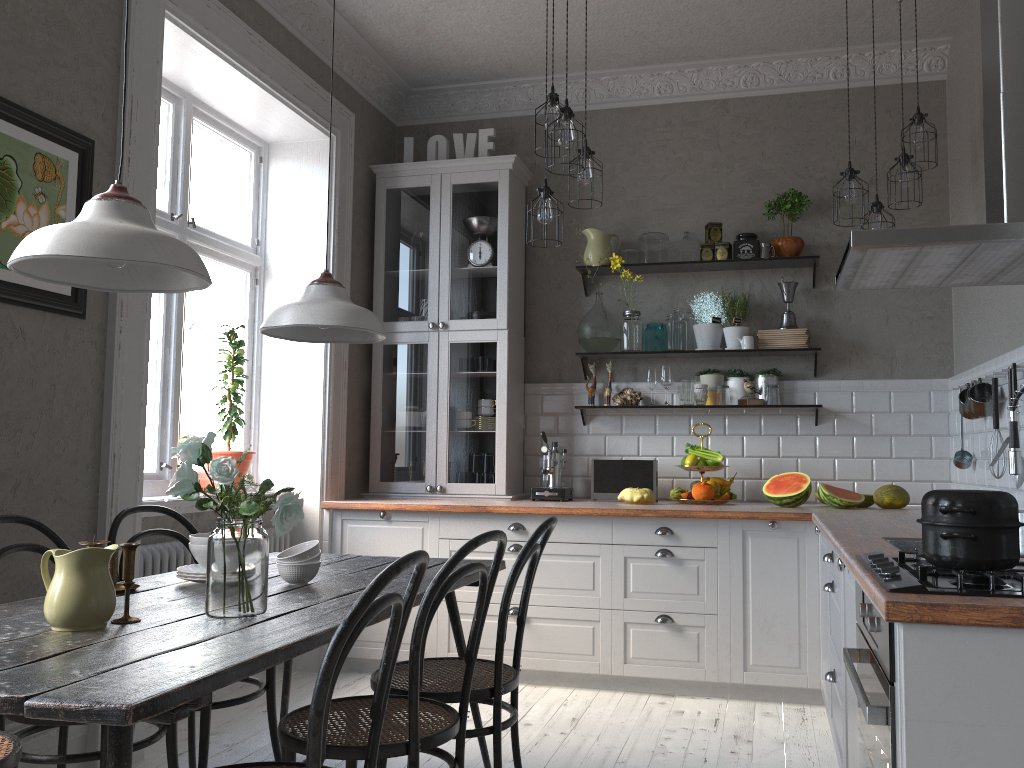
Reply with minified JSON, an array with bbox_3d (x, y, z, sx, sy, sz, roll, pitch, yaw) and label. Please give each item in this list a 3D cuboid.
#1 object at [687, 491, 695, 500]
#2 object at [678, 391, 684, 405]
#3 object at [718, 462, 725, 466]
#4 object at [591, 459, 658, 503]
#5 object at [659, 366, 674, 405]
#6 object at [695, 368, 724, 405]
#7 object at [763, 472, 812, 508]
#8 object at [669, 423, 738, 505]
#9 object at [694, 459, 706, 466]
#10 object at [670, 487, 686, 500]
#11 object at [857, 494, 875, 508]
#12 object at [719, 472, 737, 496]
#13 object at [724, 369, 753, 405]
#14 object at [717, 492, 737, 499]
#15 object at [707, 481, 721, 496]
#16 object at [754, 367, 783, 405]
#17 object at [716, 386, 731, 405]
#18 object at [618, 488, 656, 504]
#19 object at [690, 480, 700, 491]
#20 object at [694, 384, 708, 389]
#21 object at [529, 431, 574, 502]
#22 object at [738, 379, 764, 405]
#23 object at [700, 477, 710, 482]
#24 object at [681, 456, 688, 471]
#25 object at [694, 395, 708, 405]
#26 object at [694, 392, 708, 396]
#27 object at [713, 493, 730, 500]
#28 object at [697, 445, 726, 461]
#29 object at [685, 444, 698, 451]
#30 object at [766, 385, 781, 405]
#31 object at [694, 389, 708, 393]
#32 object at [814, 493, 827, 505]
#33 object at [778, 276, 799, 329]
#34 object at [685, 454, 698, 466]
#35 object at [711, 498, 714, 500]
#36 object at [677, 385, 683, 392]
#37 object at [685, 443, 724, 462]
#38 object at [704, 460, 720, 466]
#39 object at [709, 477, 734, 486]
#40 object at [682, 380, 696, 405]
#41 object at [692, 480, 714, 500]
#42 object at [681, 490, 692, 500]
[{"bbox_3d":[0.938,0.589,4.635,0.070,0.076,0.229,1,-5,-2],"label":"object"},{"bbox_3d":[0.956,0.084,4.906,0.076,0.083,0.079,-2,-6,33],"label":"object"},{"bbox_3d":[1.084,0.423,4.624,0.051,0.050,0.050,-2,-5,24],"label":"object"},{"bbox_3d":[0.605,0.520,4.763,0.348,0.226,0.089,-1,-5,14],"label":"object"},{"bbox_3d":[0.841,0.011,4.828,0.082,0.217,0.082,1,-5,1],"label":"object"},{"bbox_3d":[1.088,0.016,4.887,0.157,0.217,0.155,1,-5,-5],"label":"object"},{"bbox_3d":[1.354,0.522,4.361,0.231,0.174,0.222,-3,-6,37],"label":"object"},{"bbox_3d":[0.995,0.415,4.637,0.352,0.425,0.352,1,-5,0],"label":"object"},{"bbox_3d":[0.973,0.420,4.585,0.063,0.061,0.067,-1,-5,15],"label":"object"},{"bbox_3d":[0.891,0.579,4.669,0.075,0.072,0.155,-4,-6,44],"label":"object"},{"bbox_3d":[1.730,0.578,4.392,0.203,0.073,0.118,2,-5,-22],"label":"object"},{"bbox_3d":[1.118,0.520,4.614,0.060,0.120,0.128,-3,-6,39],"label":"object"},{"bbox_3d":[1.240,0.020,4.858,0.170,0.214,0.150,-4,-7,45],"label":"object"},{"bbox_3d":[1.092,0.583,4.666,0.055,0.044,0.212,4,-6,-36],"label":"object"},{"bbox_3d":[1.030,0.537,4.567,0.087,0.078,0.089,-4,-6,41],"label":"object"},{"bbox_3d":[1.401,0.020,4.826,0.157,0.213,0.154,0,-5,13],"label":"object"},{"bbox_3d":[1.144,0.064,4.794,0.077,0.108,0.078,0,-5,8],"label":"object"},{"bbox_3d":[0.641,0.573,4.538,0.195,0.083,0.191,-1,-5,15],"label":"object"},{"bbox_3d":[1.002,0.549,4.700,0.077,0.076,0.157,-3,-6,41],"label":"object"},{"bbox_3d":[1.018,0.030,4.772,0.077,0.051,0.077,1,-5,1],"label":"object"},{"bbox_3d":[0.208,0.445,4.778,0.203,0.370,0.357,-1,-5,16],"label":"object"},{"bbox_3d":[1.287,0.046,4.752,0.120,0.147,0.099,2,-5,-17],"label":"object"},{"bbox_3d":[1.031,0.537,4.686,0.085,0.093,0.087,0,-5,11],"label":"object"},{"bbox_3d":[0.936,0.419,4.657,0.095,0.078,0.101,0,-5,2],"label":"object"},{"bbox_3d":[1.018,0.090,4.767,0.077,0.051,0.077,0,-5,8],"label":"object"},{"bbox_3d":[1.018,0.073,4.768,0.077,0.051,0.077,0,-5,8],"label":"object"},{"bbox_3d":[1.075,0.582,4.543,0.069,0.051,0.088,3,-5,-27],"label":"object"},{"bbox_3d":[1.048,0.372,4.671,0.177,0.096,0.090,-3,-6,35],"label":"object"},{"bbox_3d":[0.940,0.337,4.635,0.073,0.058,0.050,1,-5,-9],"label":"object"},{"bbox_3d":[1.386,0.059,4.707,0.077,0.108,0.078,0,-5,8],"label":"object"},{"bbox_3d":[1.018,0.055,4.770,0.076,0.051,0.079,-3,-6,34],"label":"object"},{"bbox_3d":[1.643,0.590,4.513,0.196,0.067,0.104,-1,-5,21],"label":"object"},{"bbox_3d":[1.495,-0.429,4.790,0.131,0.287,0.130,1,-5,0],"label":"object"},{"bbox_3d":[0.930,0.397,4.582,0.058,0.069,0.080,-3,-6,34],"label":"object"},{"bbox_3d":[1.009,0.589,4.565,0.070,0.065,0.070,-3,-6,36],"label":"object"},{"bbox_3d":[0.956,0.051,4.909,0.076,0.083,0.079,-2,-6,33],"label":"object"},{"bbox_3d":[1.002,0.357,4.613,0.208,0.101,0.068,-1,-5,21],"label":"object"},{"bbox_3d":[1.036,0.424,4.605,0.076,0.062,0.099,2,-5,-12],"label":"object"},{"bbox_3d":[1.094,0.515,4.628,0.126,0.056,0.060,0,-5,7],"label":"object"},{"bbox_3d":[0.965,0.051,4.828,0.079,0.139,0.078,2,-5,-12],"label":"object"},{"bbox_3d":[0.970,0.543,4.503,0.114,0.111,0.110,2,-5,-18],"label":"object"},{"bbox_3d":[0.919,0.579,4.625,0.090,0.057,0.083,5,-6,-43],"label":"object"}]
